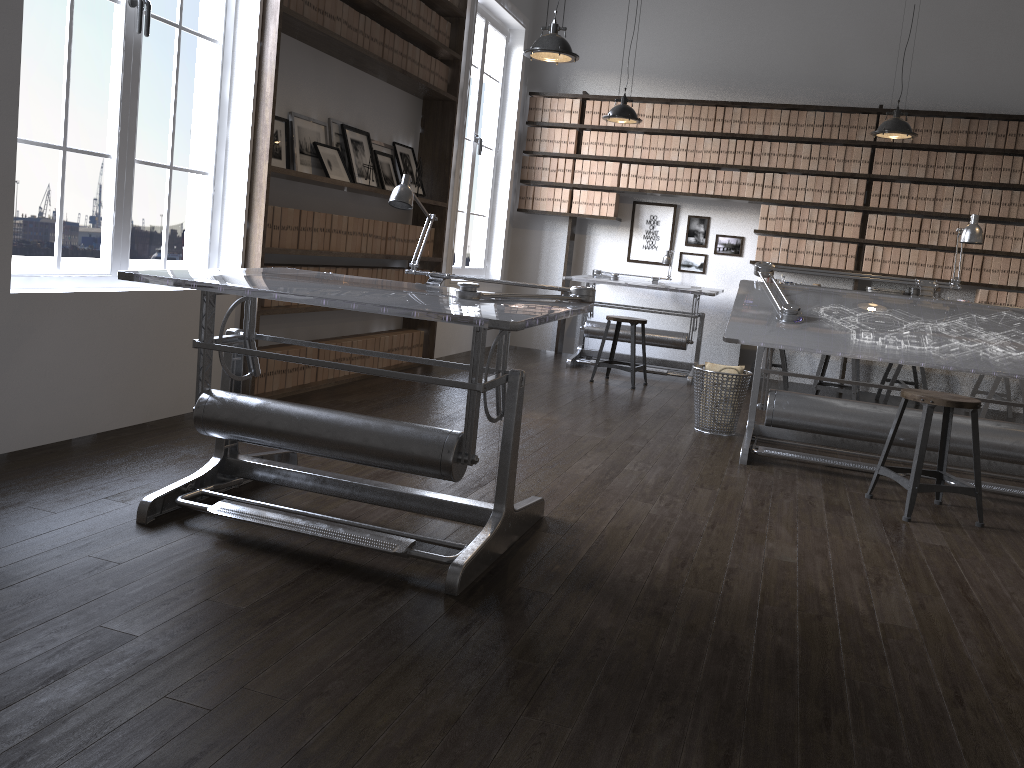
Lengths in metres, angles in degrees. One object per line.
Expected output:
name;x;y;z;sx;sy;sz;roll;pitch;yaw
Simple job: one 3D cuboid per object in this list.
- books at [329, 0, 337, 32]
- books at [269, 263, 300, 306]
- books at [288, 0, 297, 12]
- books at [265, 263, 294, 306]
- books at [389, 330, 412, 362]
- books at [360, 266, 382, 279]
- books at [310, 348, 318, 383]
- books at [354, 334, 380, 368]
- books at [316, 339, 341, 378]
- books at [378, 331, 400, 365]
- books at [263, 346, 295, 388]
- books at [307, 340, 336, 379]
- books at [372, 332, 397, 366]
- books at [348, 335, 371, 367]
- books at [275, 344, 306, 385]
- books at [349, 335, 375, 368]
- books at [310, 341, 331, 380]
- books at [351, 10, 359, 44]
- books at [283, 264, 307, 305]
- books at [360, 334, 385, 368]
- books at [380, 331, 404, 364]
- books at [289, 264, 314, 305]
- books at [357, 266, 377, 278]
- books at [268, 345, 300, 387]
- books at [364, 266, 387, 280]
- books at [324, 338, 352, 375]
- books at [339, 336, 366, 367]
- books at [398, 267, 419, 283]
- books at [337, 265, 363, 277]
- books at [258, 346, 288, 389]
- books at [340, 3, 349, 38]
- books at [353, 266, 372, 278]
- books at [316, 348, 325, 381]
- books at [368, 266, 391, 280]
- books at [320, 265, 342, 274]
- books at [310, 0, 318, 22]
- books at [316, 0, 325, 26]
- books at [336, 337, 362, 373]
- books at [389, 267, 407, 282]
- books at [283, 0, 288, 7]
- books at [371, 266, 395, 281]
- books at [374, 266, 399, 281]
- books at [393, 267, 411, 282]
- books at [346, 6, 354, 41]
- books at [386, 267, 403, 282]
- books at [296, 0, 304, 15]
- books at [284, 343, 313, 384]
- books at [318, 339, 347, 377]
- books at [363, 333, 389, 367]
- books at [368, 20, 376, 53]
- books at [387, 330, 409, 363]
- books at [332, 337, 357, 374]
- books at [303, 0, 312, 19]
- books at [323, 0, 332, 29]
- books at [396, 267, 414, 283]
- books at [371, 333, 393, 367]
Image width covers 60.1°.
books;-1.111;-2.121;5.116;0.175;0.224;0.067;8;6;17
books;-1.321;-0.575;5.109;0.175;0.224;0.067;8;6;17
books;-1.236;-2.072;4.714;0.175;0.224;0.067;8;6;17
books;-1.344;-0.567;5.043;0.175;0.224;0.067;8;6;17
books;-0.861;-0.289;6.743;0.175;0.224;0.067;8;6;17
books;-0.998;-0.694;6.110;0.175;0.224;0.067;8;6;17
books;-1.286;-0.132;5.421;0.175;0.224;0.067;8;6;17
books;-1.029;-0.226;6.217;0.175;0.224;0.067;8;6;17
books;-1.195;-0.162;5.683;0.175;0.224;0.067;8;6;17
books;-0.926;-0.265;6.540;0.175;0.224;0.067;8;6;17
books;-1.366;-0.099;5.153;0.175;0.224;0.067;8;6;17
books;-1.218;-0.156;5.624;0.175;0.224;0.067;8;6;17
books;-0.941;-0.256;6.475;0.175;0.224;0.067;8;6;17
books;-1.067;-0.210;6.083;0.175;0.224;0.067;8;6;17
books;-1.329;-0.116;5.286;0.175;0.224;0.067;8;6;17
books;-1.052;-0.219;6.152;0.175;0.224;0.067;8;6;17
books;-1.241;-0.149;5.562;0.175;0.224;0.067;8;6;17
books;-1.029;-2.152;5.378;0.175;0.224;0.067;8;6;17
books;-1.296;-0.582;5.175;0.175;0.224;0.067;8;6;17
books;-1.004;-0.234;6.283;0.175;0.224;0.067;8;6;17
books;-0.904;-0.273;6.608;0.175;0.224;0.067;8;6;17
books;-1.275;-0.591;5.244;0.175;0.224;0.067;8;6;17
books;-1.021;-0.685;6.040;0.175;0.224;0.067;8;6;17
books;-1.351;-0.108;5.218;0.175;0.224;0.067;8;6;17
books;-0.974;-0.700;6.169;0.175;0.224;0.067;8;6;17
books;-1.154;-0.179;5.821;0.175;0.224;0.067;8;6;17
books;-1.091;-0.203;6.021;0.175;0.224;0.067;8;6;17
books;-0.804;-0.763;6.698;0.175;0.224;0.067;8;6;17
books;-1.081;-0.661;5.837;0.175;0.224;0.067;8;6;17
books;-1.391;-0.093;5.091;0.175;0.224;0.067;8;6;17
books;-1.066;-2.135;5.244;0.175;0.224;0.067;8;6;17
books;-1.045;-0.678;5.974;0.175;0.224;0.067;8;6;17
books;-1.258;-0.140;5.490;0.175;0.224;0.067;8;6;17
books;-0.952;-0.708;6.238;0.175;0.224;0.067;8;6;17
books;-1.170;-0.629;5.566;0.175;0.224;0.067;8;6;17
books;-1.175;-2.098;4.922;0.175;0.224;0.067;8;6;17
books;-1.153;-2.106;4.989;0.175;0.224;0.067;8;6;17
books;-1.109;-0.196;5.961;0.175;0.224;0.067;8;6;17
books;-0.867;-0.741;6.506;0.175;0.224;0.067;8;6;17
books;-1.264;-2.065;4.645;0.175;0.224;0.067;8;6;17
books;-0.933;-0.717;6.308;0.175;0.224;0.067;8;6;17
books;-0.916;-0.725;6.375;0.175;0.224;0.067;8;6;17
books;-0.847;-0.749;6.576;0.175;0.224;0.067;8;6;17
books;-1.048;-2.144;5.312;0.175;0.224;0.067;8;6;17
books;-0.892;-0.733;6.441;0.175;0.224;0.067;8;6;17
books;-1.219;-2.082;4.787;0.175;0.224;0.067;8;6;17
books;-1.304;-0.123;5.352;0.175;0.224;0.067;8;6;17
books;-1.173;-0.170;5.752;0.175;0.224;0.067;8;6;17
books;-0.983;-0.242;6.352;0.175;0.224;0.067;8;6;17
books;-0.956;-2.175;5.580;0.175;0.224;0.067;8;6;17
books;-0.878;-0.280;6.674;0.175;0.224;0.067;8;6;17
books;-1.129;-0.187;5.891;0.175;0.224;0.067;8;6;17
books;-1.192;-2.089;4.853;0.175;0.224;0.067;8;6;17
books;-1.127;-2.112;5.051;0.175;0.224;0.067;8;6;17
books;-0.829;-0.756;6.636;0.175;0.224;0.067;8;6;17
books;-0.966;-0.249;6.413;0.175;0.224;0.067;8;6;17
